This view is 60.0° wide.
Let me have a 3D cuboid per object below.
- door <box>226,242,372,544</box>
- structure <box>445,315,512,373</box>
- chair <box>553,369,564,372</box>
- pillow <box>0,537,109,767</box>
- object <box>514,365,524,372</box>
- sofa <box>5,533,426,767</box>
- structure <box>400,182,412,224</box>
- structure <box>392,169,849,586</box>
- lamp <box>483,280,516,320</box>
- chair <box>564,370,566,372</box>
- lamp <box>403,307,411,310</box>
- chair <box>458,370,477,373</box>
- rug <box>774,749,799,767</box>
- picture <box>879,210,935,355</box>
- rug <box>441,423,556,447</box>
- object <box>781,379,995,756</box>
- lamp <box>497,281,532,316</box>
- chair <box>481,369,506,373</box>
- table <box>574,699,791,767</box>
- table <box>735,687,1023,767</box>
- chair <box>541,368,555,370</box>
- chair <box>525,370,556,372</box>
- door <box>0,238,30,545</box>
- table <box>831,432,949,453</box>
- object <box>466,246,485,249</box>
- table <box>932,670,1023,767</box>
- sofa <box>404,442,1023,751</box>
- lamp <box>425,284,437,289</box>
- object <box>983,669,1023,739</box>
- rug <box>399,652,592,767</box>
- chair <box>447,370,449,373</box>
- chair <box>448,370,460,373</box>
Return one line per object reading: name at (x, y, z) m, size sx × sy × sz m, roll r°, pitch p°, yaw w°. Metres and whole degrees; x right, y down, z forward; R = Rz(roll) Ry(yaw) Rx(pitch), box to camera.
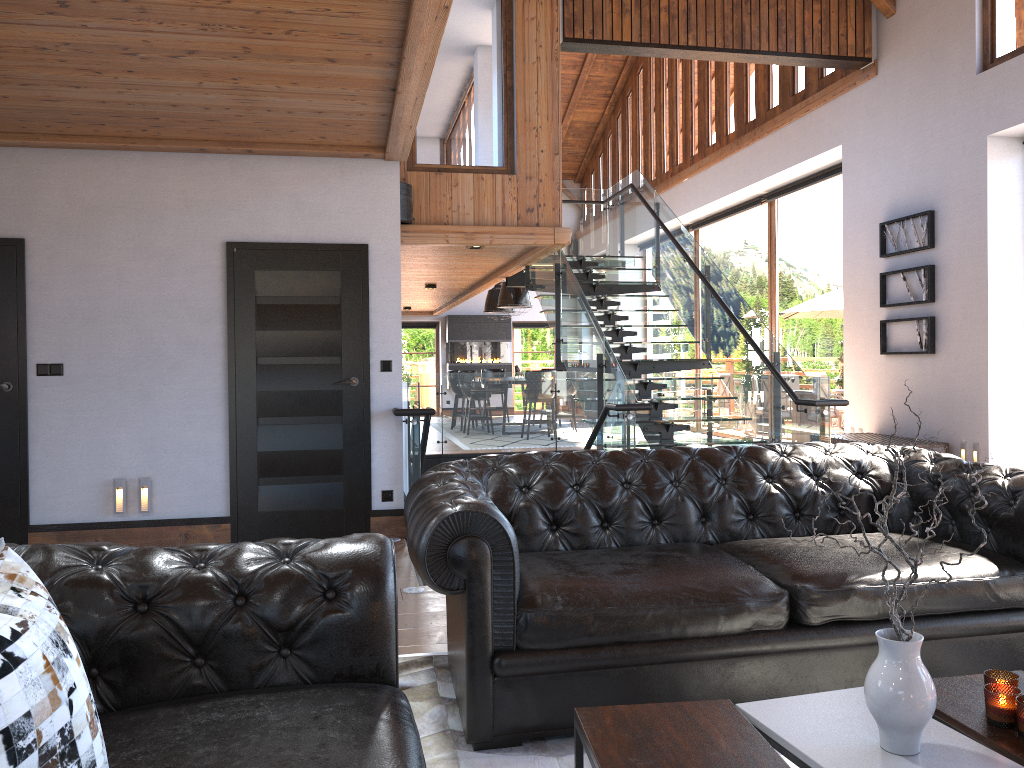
door at (-1.452, 0.063, 6.091) m, size 0.946 × 2.055 × 0.143 m, roll -1°, pitch 1°, yaw -12°
structure at (-0.753, -0.726, 20.086) m, size 1.451 × 1.649 × 0.431 m, roll -1°, pitch 1°, yaw -12°
chair at (0.833, 0.269, 16.049) m, size 0.574 × 1.092 × 0.499 m, roll -1°, pitch 1°, yaw -27°
pillow at (-0.746, 0.467, 1.246) m, size 0.284 × 0.469 × 0.526 m, roll -1°, pitch 1°, yaw -8°
object at (0.136, -0.220, 15.824) m, size 0.114 × 0.253 × 0.223 m, roll 0°, pitch 1°, yaw 42°
sofa at (-0.658, 0.781, 1.067) m, size 1.245 × 0.838 × 2.554 m, roll -1°, pitch 1°, yaw -11°
structure at (-0.990, -1.604, 7.875) m, size 0.214 × 0.349 × 0.212 m, roll -1°, pitch 1°, yaw -11°
structure at (2.845, 0.537, 10.922) m, size 9.254 × 6.397 × 10.976 m, roll -1°, pitch 1°, yaw -11°
lamp at (-0.265, -3.561, 16.829) m, size 0.614 × 4.684 × 0.628 m, roll 0°, pitch 1°, yaw 34°
chair at (0.918, 0.298, 15.233) m, size 0.569 × 1.092 × 0.504 m, roll -1°, pitch 1°, yaw -2°
lamp at (-2.170, -1.566, 18.351) m, size 0.156 × 0.068 × 0.260 m, roll -1°, pitch 1°, yaw -11°
chair at (-0.617, 0.313, 14.860) m, size 0.571 × 1.092 × 0.501 m, roll -1°, pitch 1°, yaw -12°
rug at (2.585, 1.083, 3.410) m, size 3.825 × 0.053 × 2.421 m, roll -1°, pitch 1°, yaw -11°
picture at (3.772, -0.940, 8.481) m, size 0.059 × 1.312 × 0.770 m, roll -1°, pitch 1°, yaw -10°
rug at (0.050, 0.839, 15.437) m, size 2.564 × 0.047 × 5.606 m, roll -1°, pitch 1°, yaw -11°
object at (0.869, 0.400, 1.997) m, size 0.406 × 0.808 × 0.620 m, roll -1°, pitch 1°, yaw 0°
lamp at (0.024, -3.526, 15.271) m, size 0.614 × 4.684 × 0.628 m, roll 0°, pitch 1°, yaw 34°
chair at (-0.352, 0.241, 17.744) m, size 0.507 × 1.092 × 0.565 m, roll -1°, pitch 1°, yaw -12°
table at (0.386, 0.986, 1.912) m, size 0.401 × 0.350 × 0.648 m, roll -1°, pitch 1°, yaw -6°
table at (0.841, 0.980, 1.970) m, size 0.403 × 0.350 × 0.646 m, roll -1°, pitch 1°, yaw -16°
chair at (0.609, 0.249, 16.981) m, size 0.571 × 1.092 × 0.501 m, roll -1°, pitch 1°, yaw -12°
chair at (0.433, 0.328, 13.813) m, size 0.507 × 1.092 × 0.565 m, roll -1°, pitch 1°, yaw -12°
door at (-3.598, 0.096, 5.644) m, size 0.946 × 2.055 × 0.143 m, roll -1°, pitch 1°, yaw -12°
table at (3.446, 0.746, 8.402) m, size 0.687 × 0.469 × 1.249 m, roll -1°, pitch 1°, yaw -11°
object at (-0.348, -1.346, 8.532) m, size 0.156 × 0.068 × 0.260 m, roll -1°, pitch 1°, yaw -11°
table at (1.267, 0.973, 2.085) m, size 0.402 × 0.350 × 0.647 m, roll -1°, pitch 1°, yaw -11°
sofa at (0.851, 0.705, 3.553) m, size 2.579 × 0.838 × 1.233 m, roll -1°, pitch 1°, yaw -12°
lamp at (-1.209, -1.450, 13.174) m, size 0.156 × 0.068 × 0.260 m, roll -1°, pitch 1°, yaw -11°
object at (1.268, 0.758, 2.064) m, size 0.299 × 0.081 × 0.249 m, roll 0°, pitch 1°, yaw 27°
rug at (-0.291, 1.155, 1.689) m, size 2.442 × 0.053 × 4.027 m, roll -1°, pitch 1°, yaw -10°
chair at (-0.926, 0.284, 16.608) m, size 0.569 × 1.092 × 0.504 m, roll -1°, pitch 1°, yaw -2°
chair at (-0.841, 0.293, 15.793) m, size 0.574 × 1.092 × 0.499 m, roll -1°, pitch 1°, yaw -27°
